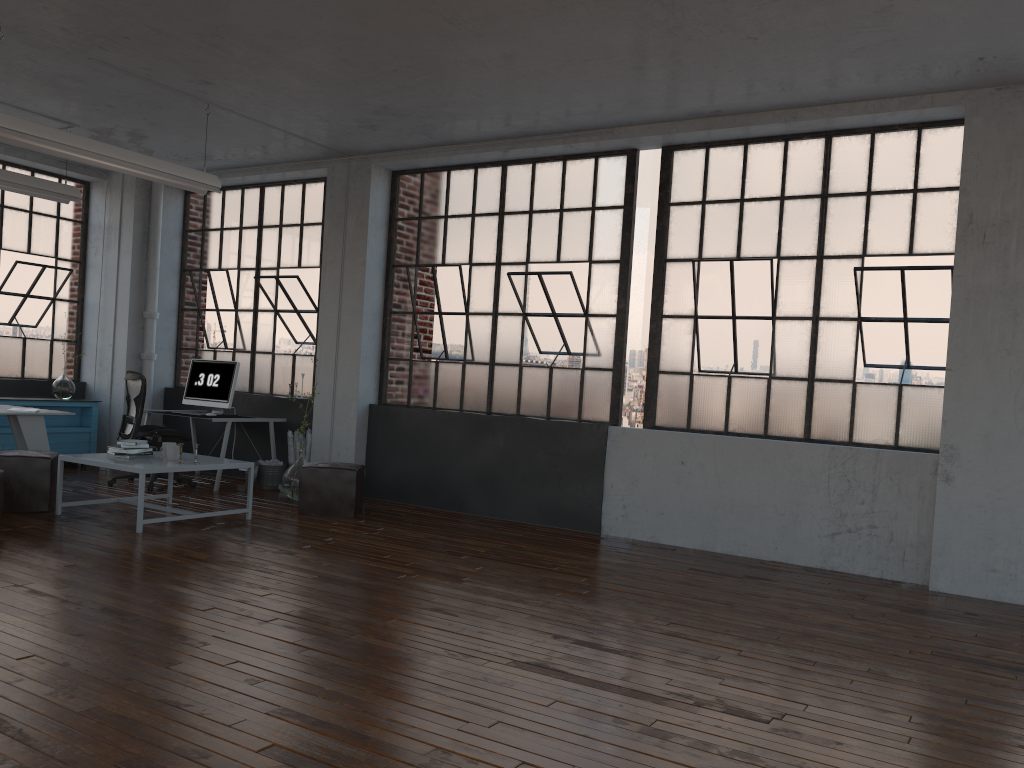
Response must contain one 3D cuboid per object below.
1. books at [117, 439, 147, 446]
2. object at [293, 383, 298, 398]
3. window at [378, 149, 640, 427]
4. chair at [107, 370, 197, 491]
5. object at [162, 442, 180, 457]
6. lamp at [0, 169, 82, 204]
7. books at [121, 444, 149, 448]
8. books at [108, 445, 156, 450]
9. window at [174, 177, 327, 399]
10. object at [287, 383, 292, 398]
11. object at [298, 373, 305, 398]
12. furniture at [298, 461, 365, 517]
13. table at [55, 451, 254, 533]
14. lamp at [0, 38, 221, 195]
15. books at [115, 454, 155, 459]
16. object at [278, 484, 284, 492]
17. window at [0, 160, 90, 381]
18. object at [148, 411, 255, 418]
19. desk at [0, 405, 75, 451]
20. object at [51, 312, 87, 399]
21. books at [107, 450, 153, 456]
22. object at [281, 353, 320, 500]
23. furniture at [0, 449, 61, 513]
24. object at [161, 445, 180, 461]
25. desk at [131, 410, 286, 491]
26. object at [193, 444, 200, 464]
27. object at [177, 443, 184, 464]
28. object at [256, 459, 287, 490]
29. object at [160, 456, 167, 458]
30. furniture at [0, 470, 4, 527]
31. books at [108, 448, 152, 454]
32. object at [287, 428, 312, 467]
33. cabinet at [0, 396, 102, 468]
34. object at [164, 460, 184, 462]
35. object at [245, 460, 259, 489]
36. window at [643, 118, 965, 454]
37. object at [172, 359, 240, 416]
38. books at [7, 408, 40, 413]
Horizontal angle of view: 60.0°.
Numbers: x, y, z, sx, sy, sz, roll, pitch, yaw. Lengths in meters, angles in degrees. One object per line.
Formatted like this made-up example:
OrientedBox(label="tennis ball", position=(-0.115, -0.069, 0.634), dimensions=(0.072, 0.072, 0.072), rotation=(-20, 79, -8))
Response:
OrientedBox(label="books", position=(-2.848, 0.438, 6.648), dimensions=(0.141, 0.026, 0.202), rotation=(4, 0, 1))
OrientedBox(label="object", position=(-2.231, 0.067, 9.161), dimensions=(0.066, 0.160, 0.065), rotation=(3, 1, -27))
OrientedBox(label="window", position=(-0.136, -0.856, 7.983), dimensions=(2.588, 2.392, 0.670), rotation=(4, 1, 31))
OrientedBox(label="chair", position=(-3.430, 0.426, 8.491), dimensions=(0.769, 1.086, 0.793), rotation=(4, 1, 35))
OrientedBox(label="object", position=(-2.637, 0.510, 6.853), dimensions=(0.100, 0.109, 0.129), rotation=(4, 1, 40))
OrientedBox(label="lamp", position=(-4.444, -1.770, 7.256), dimensions=(0.202, 0.205, 1.878), rotation=(4, 0, 31))
OrientedBox(label="books", position=(-2.837, 0.462, 6.667), dimensions=(0.185, 0.026, 0.125), rotation=(4, 0, -29))
OrientedBox(label="books", position=(-2.864, 0.476, 6.682), dimensions=(0.199, 0.014, 0.275), rotation=(4, 0, 31))
OrientedBox(label="window", position=(-2.756, -1.019, 9.586), dimensions=(2.588, 2.392, 0.670), rotation=(4, 1, 31))
OrientedBox(label="object", position=(-2.292, 0.066, 9.153), dimensions=(0.055, 0.153, 0.055), rotation=(3, 1, -9))
OrientedBox(label="object", position=(-2.155, 0.020, 9.112), dimensions=(0.084, 0.257, 0.084), rotation=(3, 2, -36))
OrientedBox(label="furniture", position=(-1.523, 0.897, 7.519), dimensions=(0.503, 0.461, 0.503), rotation=(4, 1, -1))
OrientedBox(label="table", position=(-2.681, 0.786, 6.702), dimensions=(0.971, 0.445, 0.992), rotation=(4, 0, 31))
OrientedBox(label="lamp", position=(-2.878, -1.877, 6.365), dimensions=(0.202, 0.629, 1.878), rotation=(4, 0, 31))
OrientedBox(label="books", position=(-2.850, 0.541, 6.698), dimensions=(0.171, 0.028, 0.218), rotation=(4, 0, 31))
OrientedBox(label="object", position=(-2.207, 1.020, 8.603), dimensions=(0.125, 0.107, 0.095), rotation=(4, 1, -17))
OrientedBox(label="window", position=(-5.541, -1.199, 9.036), dimensions=(0.669, 2.392, 2.592), rotation=(4, 1, 31))
OrientedBox(label="object", position=(-3.106, 0.311, 8.897), dimensions=(0.847, 0.008, 0.687), rotation=(4, 0, 33))
OrientedBox(label="desk", position=(-4.764, 0.530, 7.007), dimensions=(1.074, 0.705, 2.078), rotation=(4, 0, 32))
OrientedBox(label="object", position=(-4.714, -0.301, 9.525), dimensions=(0.434, 0.940, 0.231), rotation=(4, 1, 13))
OrientedBox(label="books", position=(-2.876, 0.516, 6.676), dimensions=(0.274, 0.025, 0.210), rotation=(4, 0, -39))
OrientedBox(label="object", position=(-1.838, 0.385, 7.907), dimensions=(0.330, 1.340, 0.618), rotation=(3, 1, -22))
OrientedBox(label="furniture", position=(-3.730, 0.735, 6.733), dimensions=(0.503, 0.461, 0.503), rotation=(3, 1, -20))
OrientedBox(label="object", position=(-2.531, 0.516, 6.592), dimensions=(0.100, 0.109, 0.129), rotation=(4, 1, 40))
OrientedBox(label="desk", position=(-3.087, 0.649, 8.969), dimensions=(1.225, 0.689, 0.933), rotation=(4, 0, 31))
OrientedBox(label="object", position=(-2.329, 0.510, 6.538), dimensions=(0.055, 0.153, 0.055), rotation=(4, 1, 8))
OrientedBox(label="object", position=(-2.413, 0.506, 6.461), dimensions=(0.052, 0.148, 0.052), rotation=(3, 1, -18))
OrientedBox(label="object", position=(-2.382, 0.884, 8.754), dimensions=(0.290, 0.294, 0.290), rotation=(4, 1, -11))
OrientedBox(label="object", position=(-2.646, 0.564, 6.844), dimensions=(0.137, 0.003, 0.137), rotation=(4, 0, -38))
OrientedBox(label="furniture", position=(-3.627, 0.753, 5.726), dimensions=(0.471, 0.431, 0.470), rotation=(4, 1, 0))
OrientedBox(label="books", position=(-2.873, 0.493, 6.676), dimensions=(0.200, 0.031, 0.272), rotation=(4, 0, 6))
OrientedBox(label="object", position=(-2.094, 0.740, 8.822), dimensions=(0.293, 0.628, 0.274), rotation=(3, 1, -17))
OrientedBox(label="cabinet", position=(-5.302, 0.492, 8.769), dimensions=(0.626, 0.733, 2.264), rotation=(4, 0, 31))
OrientedBox(label="object", position=(-2.520, 0.571, 6.610), dimensions=(0.137, 0.003, 0.137), rotation=(4, 0, -38))
OrientedBox(label="object", position=(-2.547, 0.885, 8.644), dimensions=(0.107, 0.281, 0.293), rotation=(3, 1, -33))
OrientedBox(label="window", position=(2.251, -0.707, 6.523), dimensions=(2.588, 2.392, 0.670), rotation=(4, 1, 31))
OrientedBox(label="object", position=(-3.085, 0.029, 8.891), dimensions=(0.713, 0.553, 0.377), rotation=(4, 1, 33))
OrientedBox(label="books", position=(-4.079, 0.218, 7.404), dimensions=(0.205, 0.019, 0.243), rotation=(4, 0, -19))
